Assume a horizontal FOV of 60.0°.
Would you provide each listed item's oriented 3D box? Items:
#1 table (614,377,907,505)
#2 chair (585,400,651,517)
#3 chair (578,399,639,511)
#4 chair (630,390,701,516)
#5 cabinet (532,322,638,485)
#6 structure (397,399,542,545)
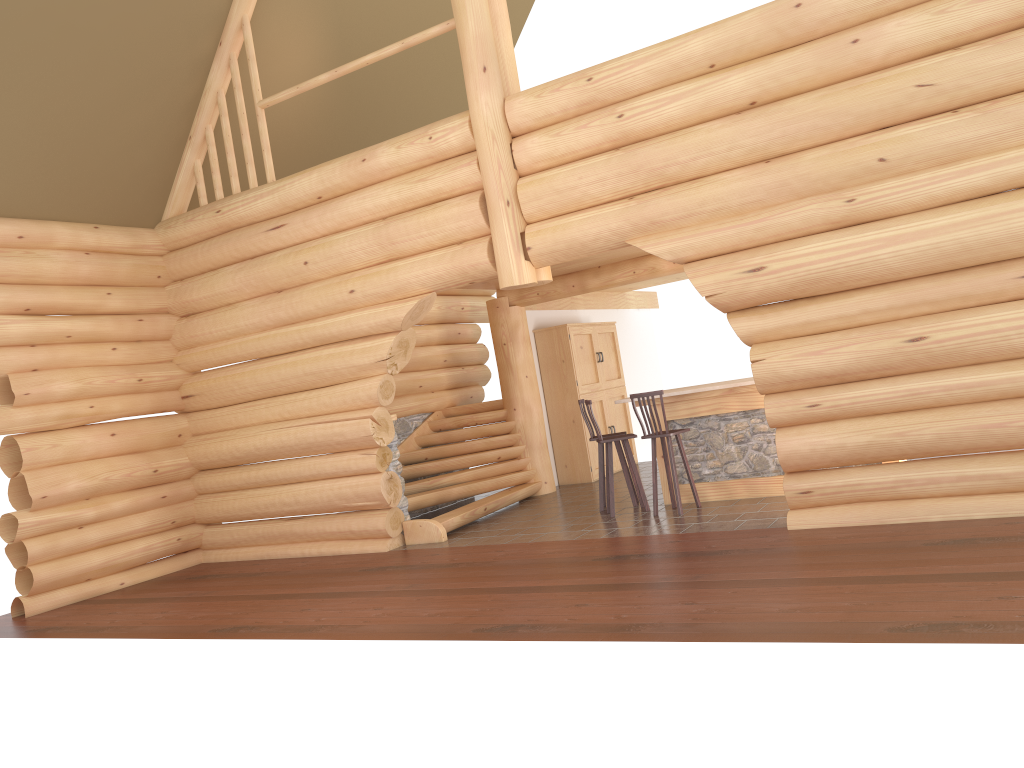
[{"bbox_3d":[2.933,0.538,9.835,3.220,1.257,1.196,-9,0,30],"label":"table"},{"bbox_3d":[1.176,0.795,9.982,0.504,1.319,0.406,-9,0,-1],"label":"chair"},{"bbox_3d":[1.140,0.803,10.503,0.504,1.319,0.406,-9,0,10],"label":"chair"},{"bbox_3d":[1.653,0.715,9.496,0.406,1.319,0.504,-9,0,40],"label":"chair"},{"bbox_3d":[1.238,0.251,14.201,0.670,2.403,1.847,-9,0,30],"label":"cabinet"},{"bbox_3d":[-1.045,1.009,12.045,1.951,1.643,3.604,-9,0,24],"label":"structure"}]
